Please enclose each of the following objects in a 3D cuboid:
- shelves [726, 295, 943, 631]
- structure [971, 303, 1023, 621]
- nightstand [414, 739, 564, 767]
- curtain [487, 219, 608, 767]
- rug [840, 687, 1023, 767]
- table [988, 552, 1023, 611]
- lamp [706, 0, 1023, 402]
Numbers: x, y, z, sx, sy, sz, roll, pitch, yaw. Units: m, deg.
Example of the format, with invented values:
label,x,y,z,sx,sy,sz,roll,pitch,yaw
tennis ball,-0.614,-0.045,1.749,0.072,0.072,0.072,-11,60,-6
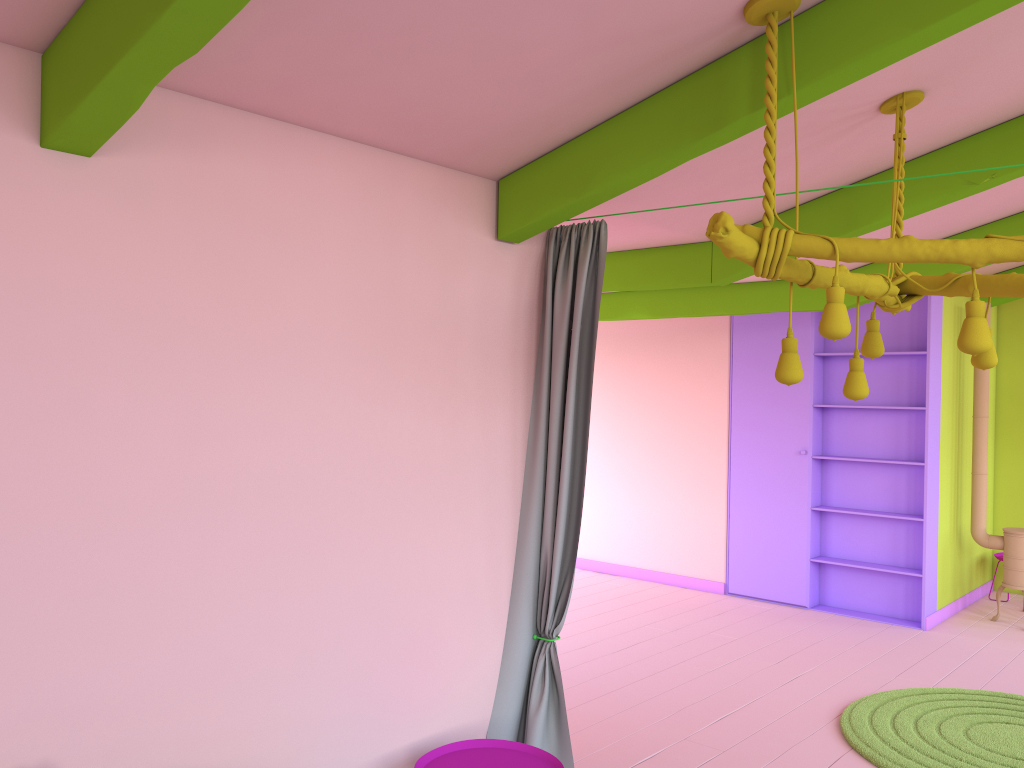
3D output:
label,x,y,z,sx,sy,sz,roll,pitch,yaw
shelves,2.892,0.533,8.152,1.841,3.104,0.384,1,0,41
structure,4.408,0.689,7.799,0.403,2.814,0.577,1,0,-31
nightstand,-0.093,1.747,3.514,0.596,0.458,0.596,1,0,-11
curtain,0.161,0.593,4.215,0.518,2.785,0.525,1,0,22
rug,2.843,2.020,4.934,1.888,0.050,1.889,1,-1,29
table,4.924,1.879,8.447,0.596,0.458,0.596,1,0,-11
lamp,1.723,-1.056,3.397,1.610,2.264,1.776,1,0,23
